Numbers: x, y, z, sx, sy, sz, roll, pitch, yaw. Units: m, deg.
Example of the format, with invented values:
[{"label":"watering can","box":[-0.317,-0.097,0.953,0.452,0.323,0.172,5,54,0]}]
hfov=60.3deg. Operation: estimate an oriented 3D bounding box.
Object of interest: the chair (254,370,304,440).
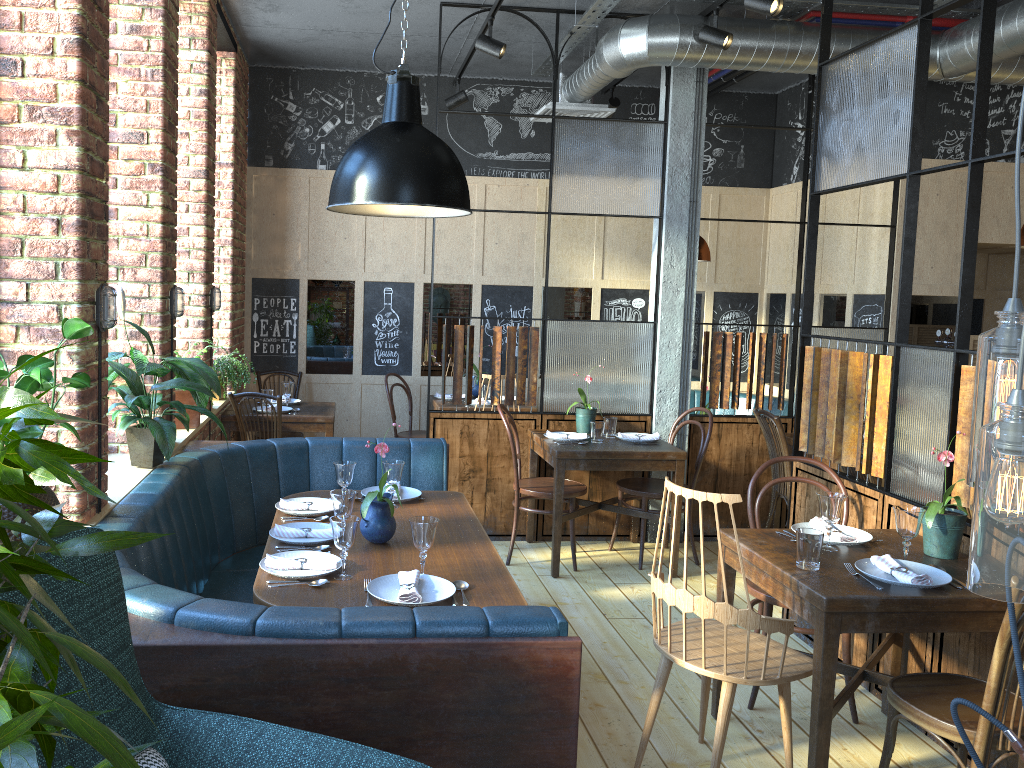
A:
[{"label":"chair","box":[-1.805,0.369,6.830,0.397,0.913,0.533,1,5,-14]}]

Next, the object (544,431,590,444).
[{"label":"object","box":[0.326,0.306,5.205,0.268,0.051,0.328,1,6,-5]}]

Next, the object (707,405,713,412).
[{"label":"object","box":[1.443,0.256,6.538,0.094,0.191,0.103,-2,6,-37]}]

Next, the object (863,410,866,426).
[{"label":"object","box":[2.203,0.260,5.502,0.100,0.191,0.096,3,5,12]}]

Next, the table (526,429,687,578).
[{"label":"table","box":[0.526,0.694,5.286,0.742,0.726,0.761,1,5,-8]}]

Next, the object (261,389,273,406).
[{"label":"object","box":[-1.749,0.099,6.294,0.086,0.119,0.083,3,5,9]}]

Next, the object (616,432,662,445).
[{"label":"object","box":[0.755,0.310,5.289,0.268,0.051,0.328,1,6,-5]}]

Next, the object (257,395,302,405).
[{"label":"object","box":[-1.700,0.119,6.453,0.323,0.051,0.271,1,6,-4]}]

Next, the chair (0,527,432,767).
[{"label":"chair","box":[-0.514,0.869,1.454,1.060,1.095,0.788,3,5,16]}]

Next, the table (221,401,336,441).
[{"label":"table","box":[-1.642,0.530,6.264,0.742,0.726,0.761,1,5,-8]}]

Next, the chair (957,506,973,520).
[{"label":"chair","box":[1.995,0.806,3.646,0.520,0.913,0.407,2,5,-3]}]

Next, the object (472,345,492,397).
[{"label":"object","box":[-0.285,-0.110,7.239,0.214,0.430,0.139,1,5,-11]}]

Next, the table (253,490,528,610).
[{"label":"table","box":[-0.504,0.899,3.308,0.813,0.659,1.562,1,6,-10]}]

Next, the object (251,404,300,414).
[{"label":"object","box":[-1.615,0.166,6.016,0.323,0.051,0.271,1,6,-4]}]

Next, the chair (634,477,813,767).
[{"label":"chair","box":[0.682,0.810,2.868,0.431,1.004,0.560,-2,6,-37]}]

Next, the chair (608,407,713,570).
[{"label":"chair","box":[0.905,0.602,5.332,0.537,0.919,0.449,1,5,-16]}]

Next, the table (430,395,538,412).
[{"label":"table","box":[-0.260,0.498,6.974,0.742,0.726,0.761,1,5,-8]}]

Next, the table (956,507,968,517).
[{"label":"table","box":[2.372,0.891,3.882,0.719,0.726,1.045,1,5,-9]}]

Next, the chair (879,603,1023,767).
[{"label":"chair","box":[1.327,0.908,2.459,0.397,0.913,0.533,1,5,-14]}]

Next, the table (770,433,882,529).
[{"label":"table","box":[2.133,0.724,5.448,0.742,0.726,0.761,1,5,-8]}]

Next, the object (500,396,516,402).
[{"label":"object","box":[-0.037,0.106,7.059,0.268,0.051,0.328,1,6,-5]}]

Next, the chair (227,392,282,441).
[{"label":"chair","box":[-1.591,0.482,5.788,0.413,0.913,0.512,3,5,11]}]

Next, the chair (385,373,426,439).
[{"label":"chair","box":[-0.739,0.386,6.969,0.570,0.919,0.423,4,5,24]}]

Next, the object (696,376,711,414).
[{"label":"object","box":[1.368,0.161,6.272,0.139,0.430,0.214,3,5,9]}]

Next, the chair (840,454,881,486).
[{"label":"chair","box":[1.782,0.755,4.081,0.520,0.913,0.407,2,5,-3]}]

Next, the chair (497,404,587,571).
[{"label":"chair","box":[0.170,0.589,5.250,0.559,0.919,0.432,3,5,9]}]

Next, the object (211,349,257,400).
[{"label":"object","box":[-1.961,-0.083,5.882,0.493,0.369,0.615,1,6,-9]}]

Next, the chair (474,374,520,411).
[{"label":"chair","box":[-0.173,0.411,6.529,0.519,1.004,0.466,0,5,-21]}]

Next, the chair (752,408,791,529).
[{"label":"chair","box":[1.768,0.621,5.392,0.520,0.913,0.407,2,5,-3]}]

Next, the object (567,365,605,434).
[{"label":"object","box":[0.457,0.093,5.489,0.193,0.426,0.154,-2,6,-37]}]

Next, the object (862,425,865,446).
[{"label":"object","box":[2.089,0.310,5.323,0.087,0.119,0.081,4,5,23]}]

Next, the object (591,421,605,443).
[{"label":"object","box":[0.499,0.282,5.149,0.080,0.119,0.088,-2,6,-39]}]

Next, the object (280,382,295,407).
[{"label":"object","box":[-1.564,0.084,6.138,0.094,0.191,0.103,-2,6,-37]}]

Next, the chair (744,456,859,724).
[{"label":"chair","box":[1.165,0.791,3.553,0.448,0.919,0.538,3,5,13]}]

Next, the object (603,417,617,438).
[{"label":"object","box":[0.595,0.264,5.353,0.080,0.119,0.088,-2,6,-39]}]

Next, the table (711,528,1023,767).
[{"label":"table","box":[1.193,0.948,2.993,0.742,0.726,0.761,1,5,-8]}]
